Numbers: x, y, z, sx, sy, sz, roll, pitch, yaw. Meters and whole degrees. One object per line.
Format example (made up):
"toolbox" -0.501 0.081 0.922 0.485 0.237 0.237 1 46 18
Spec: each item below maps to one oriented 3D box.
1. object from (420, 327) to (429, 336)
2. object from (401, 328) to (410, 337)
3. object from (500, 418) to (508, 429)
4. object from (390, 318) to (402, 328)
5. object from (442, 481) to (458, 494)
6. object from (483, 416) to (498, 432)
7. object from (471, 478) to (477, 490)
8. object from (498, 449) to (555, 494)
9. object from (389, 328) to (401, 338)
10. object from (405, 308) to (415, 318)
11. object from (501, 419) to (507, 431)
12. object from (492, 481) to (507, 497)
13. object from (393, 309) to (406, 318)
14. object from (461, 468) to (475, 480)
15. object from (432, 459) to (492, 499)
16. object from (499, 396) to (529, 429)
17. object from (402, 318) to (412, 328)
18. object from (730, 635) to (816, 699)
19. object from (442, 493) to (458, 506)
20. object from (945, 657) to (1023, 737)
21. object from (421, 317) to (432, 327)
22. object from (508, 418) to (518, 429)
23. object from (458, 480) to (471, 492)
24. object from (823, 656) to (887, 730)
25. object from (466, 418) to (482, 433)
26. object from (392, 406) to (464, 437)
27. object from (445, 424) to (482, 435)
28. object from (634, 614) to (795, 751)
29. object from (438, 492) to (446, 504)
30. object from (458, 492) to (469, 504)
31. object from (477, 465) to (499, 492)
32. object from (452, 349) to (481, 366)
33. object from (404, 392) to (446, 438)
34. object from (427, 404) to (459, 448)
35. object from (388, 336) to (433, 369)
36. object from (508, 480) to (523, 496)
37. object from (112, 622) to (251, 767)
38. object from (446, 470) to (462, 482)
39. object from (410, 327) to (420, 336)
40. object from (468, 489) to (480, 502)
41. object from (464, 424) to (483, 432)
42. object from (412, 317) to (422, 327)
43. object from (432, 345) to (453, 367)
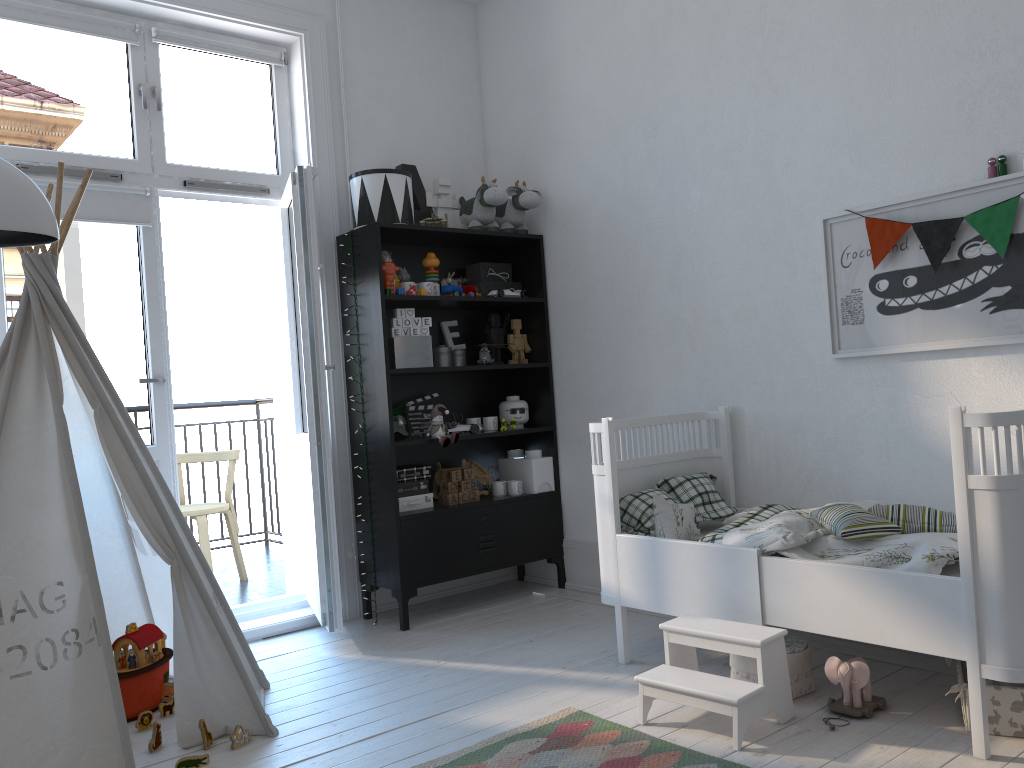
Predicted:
"object" -0.378 -0.225 3.819 0.040 0.040 0.040 -4 0 -9
"object" -0.463 -0.219 3.789 0.040 0.040 0.040 -4 -1 -34
"object" -0.038 0.188 4.132 0.042 0.054 0.031 -4 0 -39
"object" -0.493 -0.258 3.769 0.040 0.040 0.040 -4 -1 -29
"object" -0.274 0.459 3.938 0.050 0.050 0.050 -4 -1 -39
"object" -0.099 0.185 4.083 0.067 0.067 0.067 -4 -1 -25
"object" -0.193 0.454 4.014 0.050 0.050 0.050 -4 -1 -39
"object" 0.066 0.414 4.250 0.132 0.199 0.267 -4 -1 -39
"object" -0.495 -0.217 3.766 0.040 0.040 0.040 -4 0 -24
"object" -0.442 -0.301 3.793 0.040 0.040 0.040 -4 -1 -29
"object" -0.038 0.187 4.064 0.031 0.054 0.042 -4 0 11
"object" -0.058 0.487 4.113 0.067 0.067 0.067 -4 -1 -25
"object" -0.480 -0.299 3.776 0.040 0.040 0.040 -4 -1 -34
"object" -0.199 0.405 3.995 0.050 0.050 0.050 -4 0 -19
"object" -0.248 0.443 4.107 0.337 0.186 0.111 -4 0 -24
"object" 0.009 0.138 4.239 0.139 0.162 0.139 -4 0 26
"object" -0.452 -0.260 3.787 0.040 0.040 0.040 -4 0 -19
"object" 0.773 0.840 2.652 0.215 0.148 0.240 -4 -1 -32
"object" -0.271 0.508 3.912 0.050 0.050 0.050 -4 -1 -39
"object" 1.275 0.792 2.331 0.242 0.163 0.360 -4 -1 26
"object" -0.370 -0.266 3.824 0.040 0.040 0.040 -4 0 -14
"object" 0.004 0.185 4.128 0.042 0.054 0.031 -4 0 6
"object" -0.217 0.455 3.959 0.050 0.050 0.050 -4 -1 -39
"object" 0.910 0.825 2.415 0.254 0.151 0.125 -3 -1 -40
"object" -0.175 0.190 4.082 0.067 0.067 0.067 -4 -1 -25
"object" -0.443 0.176 4.041 0.542 0.239 0.093 -3 -1 -39
"object" -0.247 0.204 3.972 0.230 0.048 0.098 -4 -1 -14
"object" 0.554 0.803 2.439 0.288 0.245 0.332 -3 -1 -44
"object" -0.294 0.510 3.964 0.050 0.050 0.050 -4 -1 -39
"object" -0.226 0.505 3.949 0.050 0.050 0.050 -4 -1 -34
"object" -0.184 0.469 4.272 0.347 0.120 0.034 -3 -1 -39
"object" -0.195 -0.124 4.120 0.078 0.091 0.246 -4 -1 -44
"object" -0.397 0.141 4.046 0.200 0.199 0.048 -4 0 -39
"object" -0.296 0.177 3.783 0.129 0.186 0.110 -4 0 38
"object" -0.443 -0.132 3.826 0.170 0.138 0.124 -4 0 -24
"object" 0.015 0.481 4.101 0.067 0.067 0.067 -4 -1 -25
"object" -1.055 0.898 2.683 0.857 0.283 0.385 -5 -1 43
"object" -0.259 0.408 3.944 0.050 0.050 0.050 -4 -1 -39
"object" -0.420 -0.222 3.800 0.040 0.040 0.040 -4 0 -24
"object" -0.174 0.502 3.991 0.050 0.050 0.050 -4 0 -9
"object" -0.163 0.207 4.233 0.163 0.034 0.069 -3 -1 -39
"object" -0.410 -0.263 3.806 0.040 0.040 0.040 -4 0 -9
"object" -0.324 -0.123 4.123 0.095 0.110 0.095 -4 -1 -35
